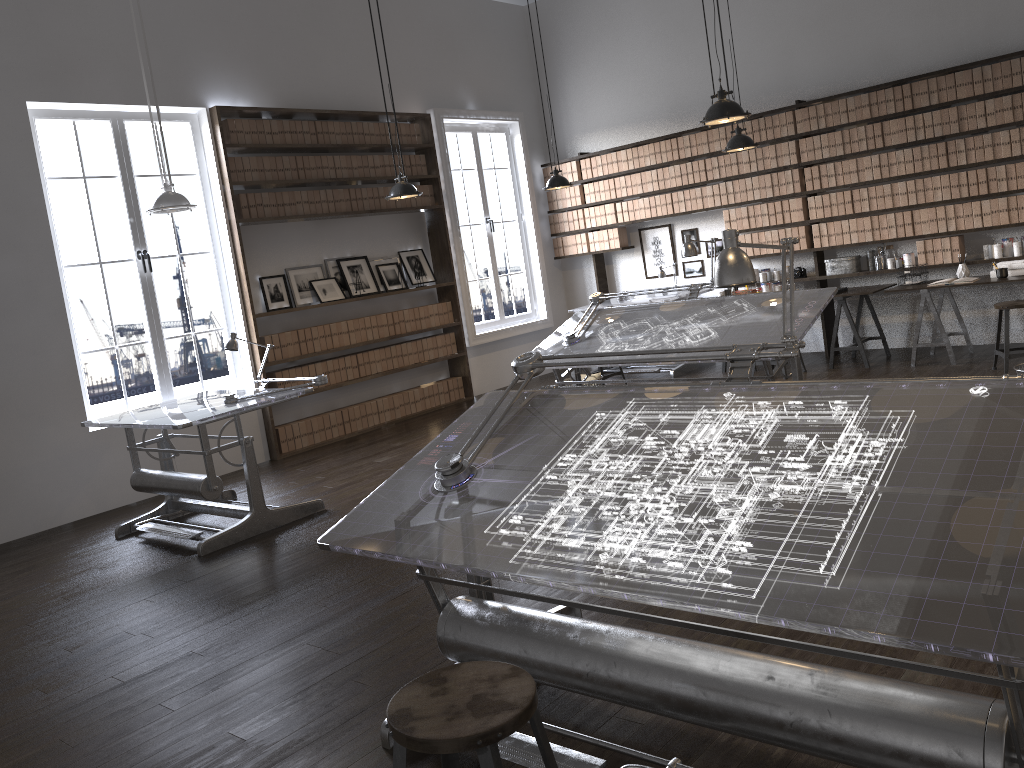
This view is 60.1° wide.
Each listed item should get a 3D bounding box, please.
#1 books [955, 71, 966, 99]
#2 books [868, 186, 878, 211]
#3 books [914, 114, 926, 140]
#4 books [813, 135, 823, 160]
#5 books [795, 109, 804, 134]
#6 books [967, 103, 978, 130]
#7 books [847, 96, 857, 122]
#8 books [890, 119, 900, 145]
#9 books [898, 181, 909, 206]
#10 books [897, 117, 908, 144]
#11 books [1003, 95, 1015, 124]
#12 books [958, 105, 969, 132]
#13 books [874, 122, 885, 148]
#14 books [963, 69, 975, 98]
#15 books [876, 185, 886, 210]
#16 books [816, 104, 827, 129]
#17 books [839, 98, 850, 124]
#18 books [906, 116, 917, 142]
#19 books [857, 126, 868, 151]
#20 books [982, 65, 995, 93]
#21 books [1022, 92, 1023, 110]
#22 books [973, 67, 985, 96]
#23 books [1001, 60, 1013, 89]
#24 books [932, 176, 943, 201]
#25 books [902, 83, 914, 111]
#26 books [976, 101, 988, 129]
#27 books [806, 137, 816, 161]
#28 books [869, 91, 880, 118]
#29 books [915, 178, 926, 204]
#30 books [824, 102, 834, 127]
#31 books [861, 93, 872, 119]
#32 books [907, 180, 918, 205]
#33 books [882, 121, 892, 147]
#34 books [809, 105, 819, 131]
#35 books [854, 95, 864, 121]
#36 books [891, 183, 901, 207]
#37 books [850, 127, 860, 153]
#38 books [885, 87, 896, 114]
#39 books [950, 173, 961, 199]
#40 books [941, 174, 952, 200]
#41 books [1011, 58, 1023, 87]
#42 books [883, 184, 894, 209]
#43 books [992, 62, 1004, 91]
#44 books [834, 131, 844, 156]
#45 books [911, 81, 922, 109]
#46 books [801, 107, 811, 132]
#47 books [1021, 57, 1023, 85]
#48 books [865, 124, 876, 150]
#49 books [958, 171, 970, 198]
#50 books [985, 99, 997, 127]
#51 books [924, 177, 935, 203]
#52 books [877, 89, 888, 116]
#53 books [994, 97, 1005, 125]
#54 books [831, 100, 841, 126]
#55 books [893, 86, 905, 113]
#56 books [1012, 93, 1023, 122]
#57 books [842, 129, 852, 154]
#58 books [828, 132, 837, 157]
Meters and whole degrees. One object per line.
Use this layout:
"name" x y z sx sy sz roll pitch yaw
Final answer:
"books" 3.821 -2.524 7.498 0.066 0.224 0.176 -4 8 42
"books" 3.334 -1.695 8.110 0.066 0.224 0.175 -4 8 41
"books" 3.596 -2.245 7.755 0.066 0.224 0.175 -4 8 41
"books" 2.917 -2.227 8.352 0.067 0.225 0.176 -4 8 42
"books" 2.771 -2.497 8.424 0.066 0.224 0.176 -4 8 41
"books" 3.909 -2.254 7.482 0.066 0.224 0.176 -4 8 42
"books" 3.138 -2.506 8.100 0.066 0.224 0.176 -4 8 42
"books" 3.441 -2.241 7.893 0.066 0.224 0.176 -4 8 41
"books" 3.533 -1.700 7.931 0.066 0.224 0.176 -4 8 41
"books" 3.486 -2.242 7.848 0.067 0.225 0.176 -4 8 42
"books" 4.110 -2.258 7.298 0.067 0.225 0.176 -4 8 41
"books" 3.858 -2.253 7.529 0.066 0.224 0.175 -4 8 42
"books" 3.335 -2.238 7.983 0.067 0.225 0.176 -4 8 41
"books" 3.866 -2.525 7.453 0.067 0.225 0.176 -4 8 41
"books" 3.387 -1.696 8.063 0.066 0.224 0.176 -4 8 41
"books" 2.926 -2.500 8.286 0.066 0.224 0.175 -4 8 41
"books" 3.082 -2.504 8.146 0.067 0.225 0.176 -4 8 41
"books" 3.540 -2.243 7.801 0.066 0.224 0.176 -4 8 41
"books" 3.226 -2.235 8.080 0.066 0.224 0.175 -4 8 42
"books" 3.976 -2.528 7.360 0.066 0.224 0.175 -4 8 42
"books" 4.218 -2.262 7.211 0.066 0.224 0.175 -4 8 42
"books" 3.920 -2.526 7.406 0.066 0.224 0.176 -4 8 42
"books" 4.082 -2.531 7.270 0.066 0.224 0.176 -4 8 41
"books" 3.744 -1.705 7.745 0.066 0.224 0.175 -4 8 42
"books" 3.500 -2.515 7.778 0.067 0.225 0.176 -4 8 42
"books" 3.960 -2.254 7.433 0.067 0.225 0.176 -4 8 41
"books" 2.867 -2.226 8.401 0.066 0.224 0.176 -4 8 41
"books" 3.287 -2.510 7.972 0.066 0.224 0.176 -4 8 42
"books" 3.641 -1.703 7.838 0.066 0.224 0.176 -4 8 41
"books" 2.981 -2.503 8.243 0.066 0.224 0.175 -4 8 42
"books" 3.233 -2.508 8.012 0.067 0.225 0.176 -4 8 41
"books" 3.585 -1.701 7.882 0.067 0.225 0.176 -4 8 42
"books" 3.394 -2.240 7.938 0.066 0.224 0.176 -4 8 42
"books" 2.870 -2.498 8.331 0.066 0.224 0.176 -4 8 41
"books" 3.186 -2.508 8.059 0.066 0.224 0.176 -4 8 42
"books" 3.486 -1.699 7.974 0.066 0.224 0.176 -4 8 41
"books" 3.175 -2.235 8.130 0.066 0.224 0.175 -4 8 41
"books" 3.391 -2.512 7.875 0.066 0.224 0.175 -4 8 41
"books" 3.850 -1.707 7.646 0.067 0.225 0.176 -4 8 41
"books" 3.796 -1.706 7.694 0.066 0.224 0.176 -4 8 42
"books" 4.132 -2.532 7.220 0.067 0.225 0.176 -4 8 42
"books" 3.433 -1.696 8.014 0.067 0.225 0.176 -4 8 42
"books" 4.031 -2.530 7.317 0.066 0.224 0.175 -4 8 41
"books" 3.068 -2.231 8.217 0.067 0.225 0.176 -4 8 42
"books" 3.559 -2.518 7.733 0.066 0.224 0.176 -4 8 41
"books" 2.816 -2.497 8.379 0.067 0.225 0.176 -4 8 42
"books" 4.188 -2.534 7.174 0.066 0.224 0.176 -4 8 41
"books" 3.282 -2.237 8.037 0.066 0.224 0.176 -4 8 42
"books" 3.900 -1.710 7.608 0.066 0.224 0.176 -4 8 42
"books" 4.015 -2.256 7.386 0.066 0.224 0.176 -4 8 42
"books" 3.694 -1.705 7.794 0.066 0.224 0.175 -4 8 41
"books" 3.340 -2.512 7.925 0.066 0.224 0.175 -4 8 42
"books" 4.063 -2.258 7.346 0.066 0.224 0.176 -4 8 42
"books" 3.032 -2.504 8.195 0.066 0.224 0.176 -4 8 42
"books" 3.447 -2.515 7.831 0.066 0.224 0.176 -4 8 41
"books" 4.164 -2.261 7.258 0.066 0.224 0.176 -4 8 42
"books" 3.122 -2.233 8.177 0.066 0.224 0.176 -4 8 41
"books" 3.021 -2.230 8.265 0.066 0.224 0.176 -4 8 41
